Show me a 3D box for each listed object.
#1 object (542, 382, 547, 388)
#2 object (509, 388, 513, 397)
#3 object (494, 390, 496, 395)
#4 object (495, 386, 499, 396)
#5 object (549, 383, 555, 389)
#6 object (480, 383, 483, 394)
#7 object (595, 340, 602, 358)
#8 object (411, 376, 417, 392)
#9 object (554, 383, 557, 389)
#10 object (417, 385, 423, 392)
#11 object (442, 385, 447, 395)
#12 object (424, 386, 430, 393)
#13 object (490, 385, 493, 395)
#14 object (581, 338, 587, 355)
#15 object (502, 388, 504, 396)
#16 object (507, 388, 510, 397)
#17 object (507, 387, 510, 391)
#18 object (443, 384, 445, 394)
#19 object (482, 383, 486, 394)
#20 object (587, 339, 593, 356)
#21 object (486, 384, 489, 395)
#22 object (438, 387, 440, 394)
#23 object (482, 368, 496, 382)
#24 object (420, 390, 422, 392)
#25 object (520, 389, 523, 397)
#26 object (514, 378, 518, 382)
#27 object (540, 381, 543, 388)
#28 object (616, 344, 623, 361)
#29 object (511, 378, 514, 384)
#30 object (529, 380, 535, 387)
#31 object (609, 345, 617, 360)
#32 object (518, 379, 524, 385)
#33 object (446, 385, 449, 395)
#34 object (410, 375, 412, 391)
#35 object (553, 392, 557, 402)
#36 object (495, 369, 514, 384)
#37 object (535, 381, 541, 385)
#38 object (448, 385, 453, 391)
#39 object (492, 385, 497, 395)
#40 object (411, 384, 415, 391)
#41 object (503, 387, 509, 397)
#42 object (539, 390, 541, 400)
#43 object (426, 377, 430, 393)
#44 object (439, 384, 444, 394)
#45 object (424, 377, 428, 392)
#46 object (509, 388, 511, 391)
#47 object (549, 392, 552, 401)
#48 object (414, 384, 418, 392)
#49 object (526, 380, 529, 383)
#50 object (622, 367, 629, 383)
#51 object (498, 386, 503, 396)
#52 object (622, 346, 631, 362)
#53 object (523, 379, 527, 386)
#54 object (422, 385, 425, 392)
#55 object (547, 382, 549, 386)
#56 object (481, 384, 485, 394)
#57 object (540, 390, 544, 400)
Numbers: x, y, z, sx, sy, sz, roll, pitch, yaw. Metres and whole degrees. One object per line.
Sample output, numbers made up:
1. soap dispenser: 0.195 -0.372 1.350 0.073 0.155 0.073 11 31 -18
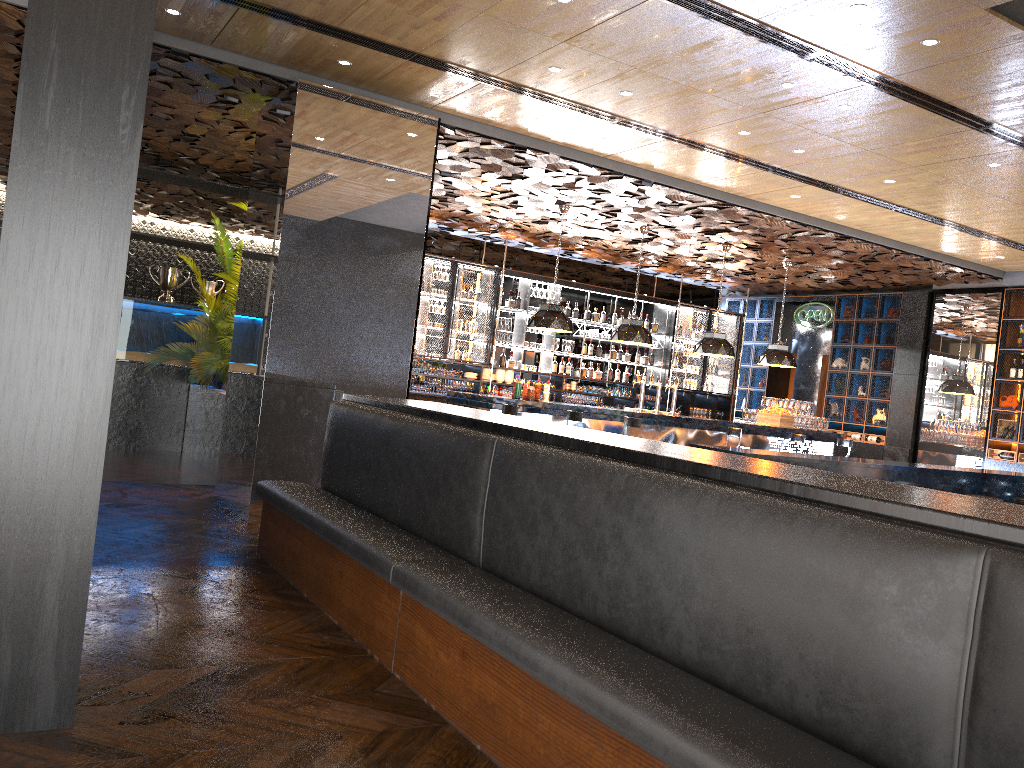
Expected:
1. object: 0.519 0.012 14.108 0.093 0.099 0.093 7 0 -11
2. object: -0.016 0.165 13.799 0.082 0.213 0.082 7 0 3
3. object: -0.267 0.136 13.857 0.082 0.213 0.082 7 0 20
4. object: -0.225 0.141 13.780 0.082 0.213 0.082 7 0 -38
5. object: 0.645 0.029 14.171 0.095 0.096 0.095 7 0 34
6. object: -0.484 0.103 13.533 0.073 0.229 0.073 7 0 -42
7. object: 1.455 -0.584 14.848 0.086 0.297 0.086 7 0 19
8. object: -1.439 -0.008 12.946 0.091 0.227 0.091 7 0 -8
9. object: 0.670 0.031 14.269 0.095 0.096 0.095 7 0 -6
10. object: -1.349 0.066 13.001 0.093 0.101 0.093 7 0 28
11. object: -1.007 0.083 13.247 0.065 0.146 0.074 7 0 36
12. object: -1.256 0.077 13.056 0.093 0.101 0.093 7 0 22
13. object: -0.315 0.131 13.932 0.082 0.213 0.082 7 0 36
14. object: 1.199 -0.614 14.700 0.086 0.299 0.086 7 0 19
15. object: -0.145 0.150 13.824 0.082 0.213 0.082 7 0 36
16. object: -0.059 0.160 13.875 0.082 0.213 0.082 7 0 39
17. object: -0.062 0.160 14.080 0.082 0.213 0.082 7 0 -39
18. object: -1.030 0.081 13.482 0.074 0.146 0.065 7 0 -8
19. object: -0.444 0.107 13.735 0.073 0.229 0.073 7 0 -42
20. object: 1.311 -0.602 14.796 0.086 0.298 0.086 7 0 19
21. object: -0.369 0.116 13.624 0.073 0.229 0.073 7 0 -42
22. object: -1.110 0.072 13.420 0.065 0.146 0.074 7 0 -1
23. object: -0.401 -0.142 13.685 0.306 0.195 0.300 7 0 -29
24. object: -1.361 0.064 13.235 0.093 0.101 0.093 7 0 -16
25. object: 0.146 0.182 13.889 0.084 0.216 0.084 7 0 -42
26. object: 0.076 -0.038 13.968 0.089 0.100 0.100 7 0 32
27. object: 0.464 0.006 14.196 0.093 0.099 0.093 7 0 31
28. object: 1.836 -0.532 15.070 0.083 0.282 0.083 7 0 -30
29. object: 0.016 -0.045 14.072 0.100 0.100 0.089 7 0 -23
30. object: 0.316 -0.011 14.047 0.109 0.100 0.109 7 0 43
31. object: 1.702 -0.530 14.991 0.151 0.248 0.094 7 0 -41
32. object: 0.140 -0.031 13.874 0.100 0.100 0.089 7 0 -26
33. object: -0.982 0.086 13.392 0.065 0.146 0.074 7 0 -8
34. object: -1.489 -0.013 13.037 0.091 0.227 0.091 7 0 23
35. object: 0.676 0.243 14.245 0.071 0.217 0.071 7 0 -22
36. object: -0.118 -0.120 13.812 0.309 0.216 0.149 7 0 -33
37. object: 0.409 0.000 14.098 0.093 0.099 0.093 7 0 -14
38. object: -0.927 0.093 13.300 0.074 0.146 0.065 7 0 -36
39. object: -0.283 0.126 13.669 0.073 0.229 0.073 7 0 -42
40. object: -1.454 0.054 13.183 0.093 0.101 0.093 7 0 -44
41. object: -0.106 0.155 13.746 0.082 0.213 0.082 7 0 -1
42. object: 0.432 0.211 14.140 0.071 0.226 0.071 7 0 32
43. object: -1.241 0.015 13.245 0.077 0.229 0.088 7 0 -15
44. object: -1.061 0.077 13.336 0.065 0.146 0.074 7 0 -18
45. object: -1.286 0.009 13.326 0.088 0.229 0.077 7 0 34
46. object: -0.020 0.165 14.003 0.082 0.213 0.082 7 0 -42
47. object: 0.603 0.235 14.247 0.071 0.217 0.071 7 0 -22
48. object: -1.402 0.060 13.092 0.093 0.101 0.093 7 0 20
49. object: 0.236 -0.021 14.184 0.109 0.100 0.109 7 0 43
50. object: 1.953 -0.153 15.163 0.083 0.282 0.083 7 0 45
51. object: -0.182 0.146 13.701 0.082 0.213 0.082 7 0 -1
52. object: 1.961 -0.515 15.128 0.123 0.279 0.123 7 0 -17
53. object: 0.182 -0.026 13.963 0.089 0.100 0.100 7 0 6
54. object: -1.315 0.070 13.145 0.093 0.101 0.093 7 0 -10
55. object: 0.571 0.020 14.248 0.095 0.096 0.095 7 0 -30
56. object: -0.467 0.105 13.624 0.073 0.229 0.073 7 0 -42
57. object: 0.472 0.215 14.070 0.071 0.226 0.071 7 0 32
